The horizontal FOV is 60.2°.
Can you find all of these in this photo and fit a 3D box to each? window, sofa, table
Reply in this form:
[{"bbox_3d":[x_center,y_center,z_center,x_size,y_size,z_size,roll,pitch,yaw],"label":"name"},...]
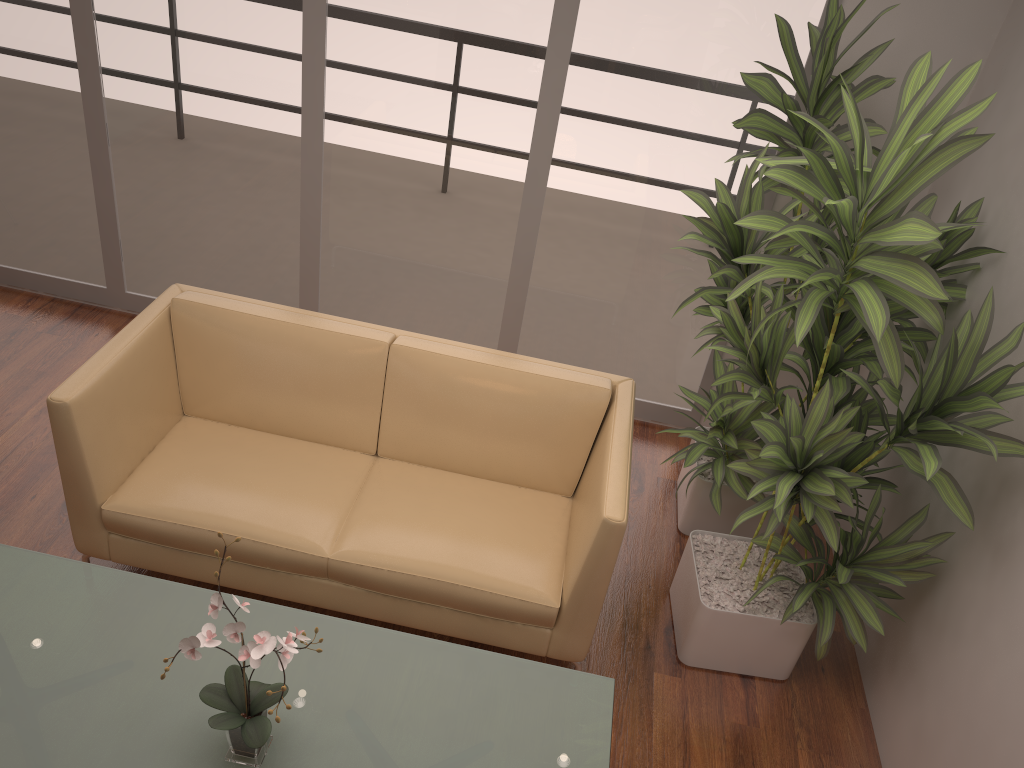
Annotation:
[{"bbox_3d":[-2.800,-1.995,3.656,8.556,3.433,0.059,12,35,2],"label":"window"},{"bbox_3d":[-0.526,0.328,3.171,1.800,0.877,0.840,12,34,2],"label":"sofa"},{"bbox_3d":[-0.740,1.080,2.225,1.869,0.586,0.898,12,33,2],"label":"table"}]

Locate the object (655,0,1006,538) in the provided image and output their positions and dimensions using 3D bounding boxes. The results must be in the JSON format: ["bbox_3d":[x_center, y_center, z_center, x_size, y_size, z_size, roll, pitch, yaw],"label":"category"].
[{"bbox_3d":[1.123,-0.268,3.343,1.071,2.202,0.931,22,36,17],"label":"object"}]

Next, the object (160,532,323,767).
[{"bbox_3d":[-0.573,0.623,1.857,0.298,0.617,0.354,9,34,-2],"label":"object"}]

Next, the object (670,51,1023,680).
[{"bbox_3d":[1.041,0.072,2.799,0.961,2.202,1.038,19,35,13],"label":"object"}]
